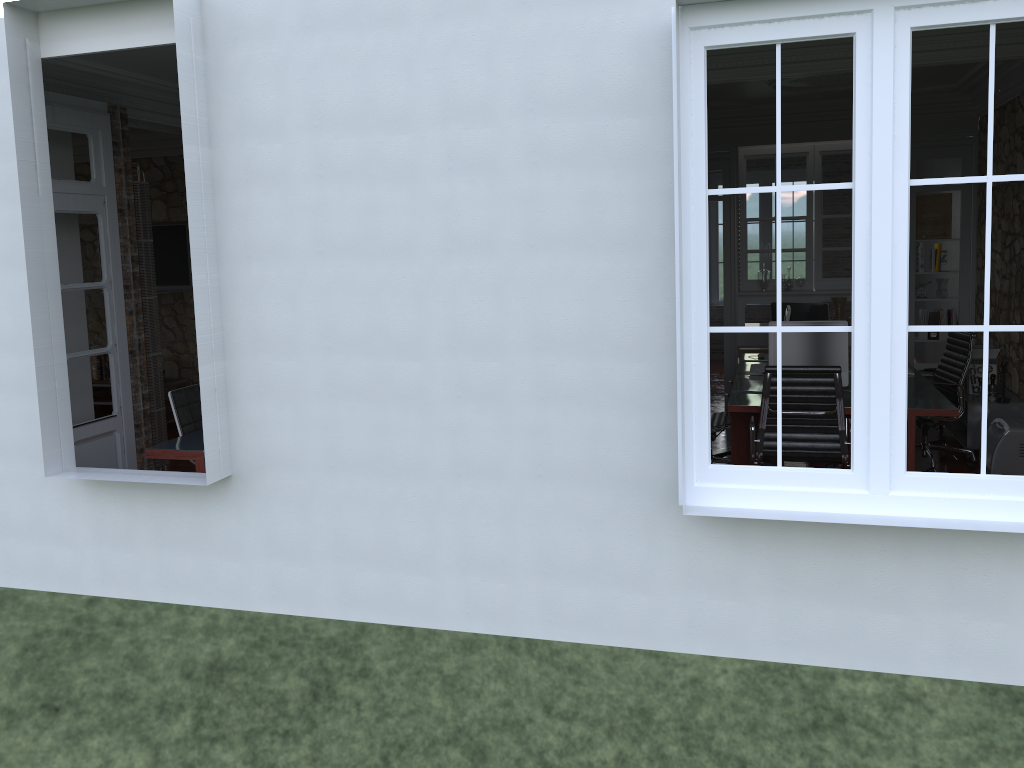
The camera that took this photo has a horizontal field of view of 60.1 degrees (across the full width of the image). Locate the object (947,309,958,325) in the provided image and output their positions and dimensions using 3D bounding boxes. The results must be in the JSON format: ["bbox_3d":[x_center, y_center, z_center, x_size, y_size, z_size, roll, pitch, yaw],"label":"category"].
[{"bbox_3d":[4.254,-0.572,8.543,0.078,0.276,0.240,0,8,20],"label":"object"}]

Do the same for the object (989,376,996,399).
[{"bbox_3d":[3.718,0.023,6.852,0.048,0.174,0.088,1,7,27],"label":"object"}]

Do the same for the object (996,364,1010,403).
[{"bbox_3d":[3.710,-0.007,6.689,0.095,0.287,0.095,-1,6,12],"label":"object"}]

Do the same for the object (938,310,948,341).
[{"bbox_3d":[4.164,-0.571,8.553,0.078,0.276,0.240,1,8,22],"label":"object"}]

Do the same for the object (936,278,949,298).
[{"bbox_3d":[4.143,-0.920,8.528,0.063,0.187,0.127,-3,7,-11],"label":"object"}]

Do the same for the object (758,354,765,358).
[{"bbox_3d":[2.140,-0.246,7.607,0.059,0.028,0.107,0,9,15],"label":"object"}]

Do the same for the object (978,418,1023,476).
[{"bbox_3d":[3.613,0.453,6.402,0.362,0.385,0.403,0,8,16],"label":"object"}]

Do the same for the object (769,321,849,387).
[{"bbox_3d":[1.909,-0.166,5.713,0.484,0.482,0.191,0,7,16],"label":"object"}]

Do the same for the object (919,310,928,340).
[{"bbox_3d":[4.005,-0.577,8.625,0.078,0.276,0.240,1,8,24],"label":"object"}]

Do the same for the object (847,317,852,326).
[{"bbox_3d":[3.367,-0.622,8.765,0.092,0.087,0.093,-8,9,-37],"label":"object"}]

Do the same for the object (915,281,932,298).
[{"bbox_3d":[3.953,-0.915,8.557,0.178,0.160,0.093,5,10,44],"label":"object"}]

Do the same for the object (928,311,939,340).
[{"bbox_3d":[4.095,-0.578,8.612,0.078,0.276,0.247,0,8,21],"label":"object"}]

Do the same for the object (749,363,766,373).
[{"bbox_3d":[1.928,-0.125,6.941,0.118,0.017,0.442,1,9,16],"label":"object"}]

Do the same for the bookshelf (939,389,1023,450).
[{"bbox_3d":[3.828,0.269,7.296,0.436,0.457,1.202,0,9,16],"label":"bookshelf"}]

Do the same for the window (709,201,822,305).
[{"bbox_3d":[3.584,-2.032,12.539,1.539,1.927,0.128,0,6,16],"label":"window"}]

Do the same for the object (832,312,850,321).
[{"bbox_3d":[3.352,-0.694,9.019,0.159,0.152,0.217,-2,8,2],"label":"object"}]

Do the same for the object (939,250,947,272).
[{"bbox_3d":[4.168,-1.213,8.545,0.078,0.248,0.116,0,7,16],"label":"object"}]

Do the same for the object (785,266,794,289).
[{"bbox_3d":[2.815,-1.059,8.998,0.088,0.270,0.088,-1,6,12],"label":"object"}]

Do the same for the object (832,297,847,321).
[{"bbox_3d":[3.247,-0.717,8.784,0.143,0.277,0.144,2,8,30],"label":"object"}]

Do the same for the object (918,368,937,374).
[{"bbox_3d":[4.163,-0.134,8.676,0.238,0.040,0.295,-7,10,-27],"label":"object"}]

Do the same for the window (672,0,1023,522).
[{"bbox_3d":[1.403,-0.483,3.382,1.527,1.973,0.128,0,6,16],"label":"window"}]

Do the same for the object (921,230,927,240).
[{"bbox_3d":[3.933,-1.423,8.453,0.056,0.089,0.056,0,7,19],"label":"object"}]

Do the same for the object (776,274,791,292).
[{"bbox_3d":[2.731,-1.005,8.903,0.148,0.199,0.149,-2,7,-1],"label":"object"}]

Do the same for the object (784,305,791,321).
[{"bbox_3d":[2.126,-0.351,6.830,0.189,0.482,0.487,0,8,16],"label":"object"}]

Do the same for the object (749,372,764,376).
[{"bbox_3d":[1.829,-0.079,6.630,0.106,0.028,0.059,0,9,15],"label":"object"}]

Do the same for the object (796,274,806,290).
[{"bbox_3d":[2.939,-1.023,9.013,0.094,0.187,0.095,-3,7,-9],"label":"object"}]

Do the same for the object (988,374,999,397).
[{"bbox_3d":[3.772,0.007,6.942,0.048,0.174,0.088,-3,7,-9],"label":"object"}]

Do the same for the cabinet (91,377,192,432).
[{"bbox_3d":[-4.051,0.213,9.170,1.422,0.507,0.491,1,8,16],"label":"cabinet"}]

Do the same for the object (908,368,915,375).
[{"bbox_3d":[2.917,-0.110,6.622,0.118,0.017,0.442,1,9,16],"label":"object"}]

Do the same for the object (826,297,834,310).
[{"bbox_3d":[3.126,-0.715,8.768,0.128,0.286,0.129,-4,7,-17],"label":"object"}]

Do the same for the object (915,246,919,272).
[{"bbox_3d":[3.911,-1.216,8.620,0.078,0.248,0.116,0,7,16],"label":"object"}]

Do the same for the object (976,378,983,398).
[{"bbox_3d":[3.662,0.026,6.918,0.048,0.152,0.088,-1,7,11],"label":"object"}]

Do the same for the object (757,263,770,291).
[{"bbox_3d":[2.569,-1.079,9.028,0.129,0.313,0.129,4,8,41],"label":"object"}]

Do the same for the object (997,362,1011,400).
[{"bbox_3d":[3.770,-0.024,6.780,0.095,0.287,0.095,-5,7,-24],"label":"object"}]
